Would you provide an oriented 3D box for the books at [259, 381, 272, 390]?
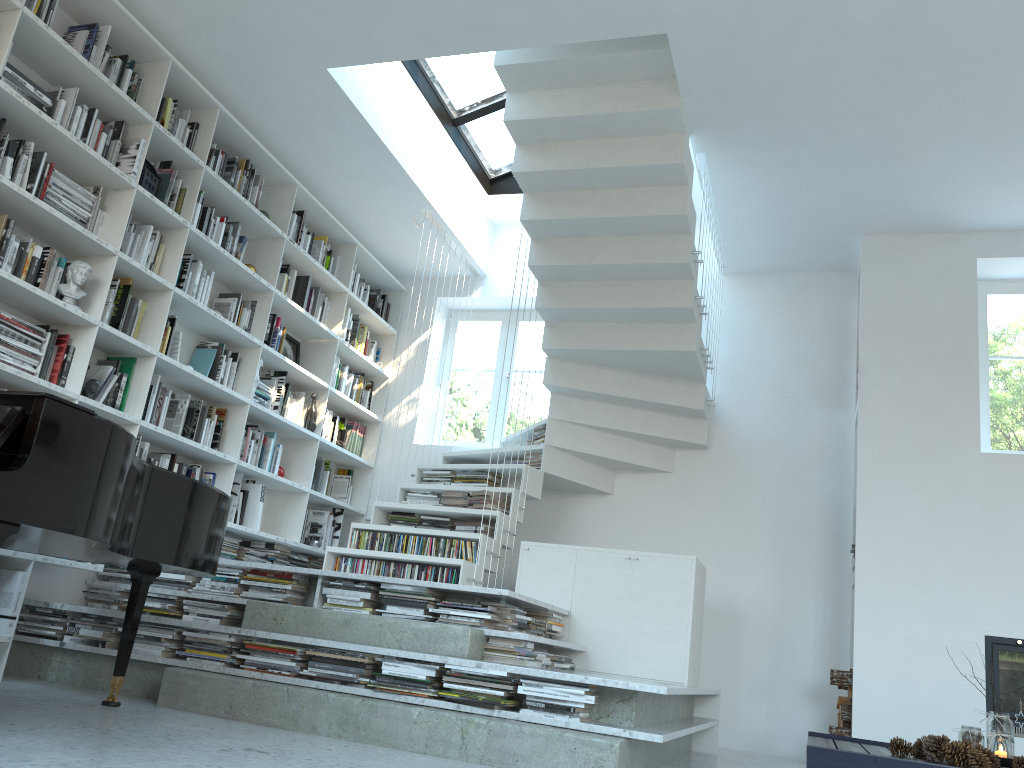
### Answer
[{"bbox_3d":[-1.681,-0.011,5.683,0.159,0.012,0.286,2,-18,17],"label":"books"}]

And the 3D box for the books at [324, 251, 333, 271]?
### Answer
[{"bbox_3d":[-1.392,-0.846,6.377,0.186,0.234,0.018,2,-17,19],"label":"books"}]

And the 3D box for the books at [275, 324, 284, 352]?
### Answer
[{"bbox_3d":[-1.607,-0.273,5.850,0.167,0.252,0.021,2,-17,19],"label":"books"}]

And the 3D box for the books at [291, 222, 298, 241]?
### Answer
[{"bbox_3d":[-1.537,-0.982,5.985,0.148,0.230,0.031,2,-17,19],"label":"books"}]

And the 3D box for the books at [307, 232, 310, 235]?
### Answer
[{"bbox_3d":[-1.493,-0.938,6.151,0.161,0.253,0.012,2,-17,19],"label":"books"}]

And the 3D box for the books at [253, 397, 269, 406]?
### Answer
[{"bbox_3d":[-1.696,0.091,5.651,0.159,0.012,0.286,2,-18,17],"label":"books"}]

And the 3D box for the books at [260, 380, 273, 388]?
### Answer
[{"bbox_3d":[-1.680,-0.023,5.686,0.159,0.012,0.286,1,-18,21],"label":"books"}]

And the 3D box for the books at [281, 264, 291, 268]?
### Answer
[{"bbox_3d":[-1.575,-0.659,5.910,0.162,0.295,0.011,2,-17,19],"label":"books"}]

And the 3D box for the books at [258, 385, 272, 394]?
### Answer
[{"bbox_3d":[-1.684,0.012,5.676,0.159,0.012,0.286,1,-18,21],"label":"books"}]

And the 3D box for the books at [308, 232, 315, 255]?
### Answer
[{"bbox_3d":[-1.474,-0.932,6.167,0.164,0.257,0.030,2,-17,19],"label":"books"}]

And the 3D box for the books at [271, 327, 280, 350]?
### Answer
[{"bbox_3d":[-1.615,-0.271,5.781,0.189,0.206,0.013,2,-17,19],"label":"books"}]

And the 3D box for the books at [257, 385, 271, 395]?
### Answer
[{"bbox_3d":[-1.679,0.023,5.671,0.159,0.012,0.286,3,-17,14],"label":"books"}]

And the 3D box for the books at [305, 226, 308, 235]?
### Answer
[{"bbox_3d":[-1.503,-0.959,6.129,0.153,0.278,0.012,2,-17,19],"label":"books"}]

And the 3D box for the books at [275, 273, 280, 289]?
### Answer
[{"bbox_3d":[-1.608,-0.659,5.844,0.130,0.250,0.026,2,-17,19],"label":"books"}]

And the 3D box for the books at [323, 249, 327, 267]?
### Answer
[{"bbox_3d":[-1.410,-0.860,6.322,0.170,0.225,0.007,2,-17,19],"label":"books"}]

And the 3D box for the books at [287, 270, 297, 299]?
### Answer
[{"bbox_3d":[-1.547,-0.632,5.971,0.156,0.287,0.026,2,-17,19],"label":"books"}]

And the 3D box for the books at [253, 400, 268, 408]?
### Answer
[{"bbox_3d":[-1.695,0.114,5.641,0.161,0.012,0.255,0,-18,23],"label":"books"}]

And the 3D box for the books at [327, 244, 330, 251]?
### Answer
[{"bbox_3d":[-1.401,-0.871,6.409,0.131,0.298,0.020,2,-17,19],"label":"books"}]

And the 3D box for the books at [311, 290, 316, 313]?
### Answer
[{"bbox_3d":[-1.471,-0.536,6.211,0.156,0.263,0.023,2,-17,19],"label":"books"}]

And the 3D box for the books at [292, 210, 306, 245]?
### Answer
[{"bbox_3d":[-1.513,-1.023,6.016,0.180,0.331,0.014,2,-17,19],"label":"books"}]

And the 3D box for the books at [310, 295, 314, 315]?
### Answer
[{"bbox_3d":[-1.474,-0.522,6.178,0.165,0.217,0.031,2,-17,19],"label":"books"}]

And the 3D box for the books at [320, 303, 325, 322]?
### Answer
[{"bbox_3d":[-1.433,-0.475,6.344,0.158,0.233,0.022,2,-17,19],"label":"books"}]

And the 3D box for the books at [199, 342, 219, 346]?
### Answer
[{"bbox_3d":[-1.830,-0.110,5.278,0.135,0.289,0.016,2,-17,19],"label":"books"}]

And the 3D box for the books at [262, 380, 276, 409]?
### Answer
[{"bbox_3d":[-1.637,0.094,5.802,0.161,0.253,0.012,2,-17,19],"label":"books"}]

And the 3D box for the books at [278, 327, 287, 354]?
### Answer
[{"bbox_3d":[-1.591,-0.261,5.867,0.178,0.243,0.026,2,-17,19],"label":"books"}]

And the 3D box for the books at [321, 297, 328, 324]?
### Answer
[{"bbox_3d":[-1.418,-0.491,6.371,0.147,0.283,0.026,2,-17,19],"label":"books"}]

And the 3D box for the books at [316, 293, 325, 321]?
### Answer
[{"bbox_3d":[-1.436,-0.515,6.278,0.177,0.271,0.036,2,-17,19],"label":"books"}]

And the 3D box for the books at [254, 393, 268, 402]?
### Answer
[{"bbox_3d":[-1.697,0.068,5.659,0.161,0.012,0.255,2,-18,19],"label":"books"}]

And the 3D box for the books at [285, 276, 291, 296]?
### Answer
[{"bbox_3d":[-1.573,-0.618,5.918,0.158,0.223,0.030,2,-17,19],"label":"books"}]

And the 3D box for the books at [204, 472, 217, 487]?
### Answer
[{"bbox_3d":[-1.846,0.655,5.237,0.171,0.271,0.025,2,-17,19],"label":"books"}]

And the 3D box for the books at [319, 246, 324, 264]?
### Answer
[{"bbox_3d":[-1.430,-0.875,6.272,0.182,0.220,0.008,2,-17,19],"label":"books"}]

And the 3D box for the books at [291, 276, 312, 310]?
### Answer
[{"bbox_3d":[-1.492,-0.603,6.003,0.245,0.264,0.032,2,-17,19],"label":"books"}]

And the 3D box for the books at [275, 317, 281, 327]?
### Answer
[{"bbox_3d":[-1.617,-0.304,5.808,0.175,0.284,0.014,2,-17,19],"label":"books"}]

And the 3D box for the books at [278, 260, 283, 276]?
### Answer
[{"bbox_3d":[-1.610,-0.686,5.810,0.166,0.281,0.052,2,-17,19],"label":"books"}]

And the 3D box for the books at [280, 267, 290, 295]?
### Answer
[{"bbox_3d":[-1.575,-0.648,5.885,0.167,0.260,0.026,2,-17,19],"label":"books"}]

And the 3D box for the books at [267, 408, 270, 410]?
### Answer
[{"bbox_3d":[-1.694,0.126,5.637,0.159,0.012,0.286,0,-18,24],"label":"books"}]

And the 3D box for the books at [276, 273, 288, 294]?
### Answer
[{"bbox_3d":[-1.582,-0.630,5.853,0.175,0.207,0.025,2,-17,19],"label":"books"}]

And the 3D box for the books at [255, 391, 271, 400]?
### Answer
[{"bbox_3d":[-1.684,0.057,5.661,0.161,0.012,0.255,0,-18,24],"label":"books"}]

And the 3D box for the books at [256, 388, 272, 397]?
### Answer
[{"bbox_3d":[-1.687,0.034,5.670,0.159,0.012,0.286,1,-18,21],"label":"books"}]

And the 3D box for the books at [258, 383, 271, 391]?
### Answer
[{"bbox_3d":[-1.682,0.000,5.680,0.161,0.012,0.255,1,-18,21],"label":"books"}]

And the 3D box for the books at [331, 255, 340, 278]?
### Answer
[{"bbox_3d":[-1.359,-0.819,6.497,0.163,0.262,0.026,2,-17,19],"label":"books"}]

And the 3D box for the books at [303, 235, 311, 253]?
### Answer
[{"bbox_3d":[-1.489,-0.928,6.093,0.190,0.201,0.024,2,-17,19],"label":"books"}]

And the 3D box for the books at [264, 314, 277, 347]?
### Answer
[{"bbox_3d":[-1.632,-0.320,5.767,0.176,0.286,0.012,2,-17,19],"label":"books"}]

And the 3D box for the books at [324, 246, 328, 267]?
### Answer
[{"bbox_3d":[-1.410,-0.865,6.343,0.164,0.248,0.031,2,-17,19],"label":"books"}]

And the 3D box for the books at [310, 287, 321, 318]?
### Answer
[{"bbox_3d":[-1.450,-0.543,6.231,0.180,0.293,0.022,2,-17,19],"label":"books"}]

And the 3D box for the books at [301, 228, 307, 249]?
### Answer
[{"bbox_3d":[-1.505,-0.958,6.060,0.172,0.235,0.022,2,-17,19],"label":"books"}]

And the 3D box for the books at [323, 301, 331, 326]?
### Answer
[{"bbox_3d":[-1.409,-0.473,6.393,0.169,0.264,0.031,2,-17,19],"label":"books"}]

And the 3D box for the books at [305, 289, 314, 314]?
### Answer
[{"bbox_3d":[-1.477,-0.544,6.147,0.189,0.239,0.014,2,-17,19],"label":"books"}]

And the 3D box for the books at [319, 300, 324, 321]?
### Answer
[{"bbox_3d":[-1.435,-0.490,6.306,0.162,0.240,0.031,2,-17,19],"label":"books"}]

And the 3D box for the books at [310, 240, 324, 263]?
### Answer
[{"bbox_3d":[-1.430,-0.896,6.264,0.169,0.255,0.019,2,-17,19],"label":"books"}]

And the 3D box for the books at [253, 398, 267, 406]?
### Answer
[{"bbox_3d":[-1.697,0.102,5.646,0.161,0.012,0.255,1,-18,21],"label":"books"}]

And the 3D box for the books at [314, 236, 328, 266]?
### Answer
[{"bbox_3d":[-1.414,-0.907,6.332,0.165,0.319,0.007,2,-17,19],"label":"books"}]

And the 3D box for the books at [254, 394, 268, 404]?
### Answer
[{"bbox_3d":[-1.688,0.080,5.652,0.161,0.012,0.255,3,-17,14],"label":"books"}]

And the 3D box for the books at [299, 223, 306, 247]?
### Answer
[{"bbox_3d":[-1.508,-0.976,6.047,0.168,0.261,0.014,2,-17,19],"label":"books"}]

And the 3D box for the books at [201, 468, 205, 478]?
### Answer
[{"bbox_3d":[-1.889,0.628,5.183,0.143,0.281,0.012,2,-17,19],"label":"books"}]

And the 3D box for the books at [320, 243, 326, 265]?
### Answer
[{"bbox_3d":[-1.428,-0.884,6.297,0.189,0.251,0.016,2,-17,19],"label":"books"}]

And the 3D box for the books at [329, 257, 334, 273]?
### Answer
[{"bbox_3d":[-1.387,-0.820,6.414,0.169,0.209,0.029,2,-17,19],"label":"books"}]

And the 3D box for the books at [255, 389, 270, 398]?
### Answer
[{"bbox_3d":[-1.686,0.046,5.665,0.159,0.012,0.286,3,-18,16],"label":"books"}]

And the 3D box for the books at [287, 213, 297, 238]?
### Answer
[{"bbox_3d":[-1.544,-1.017,5.956,0.150,0.277,0.048,2,-17,19],"label":"books"}]
